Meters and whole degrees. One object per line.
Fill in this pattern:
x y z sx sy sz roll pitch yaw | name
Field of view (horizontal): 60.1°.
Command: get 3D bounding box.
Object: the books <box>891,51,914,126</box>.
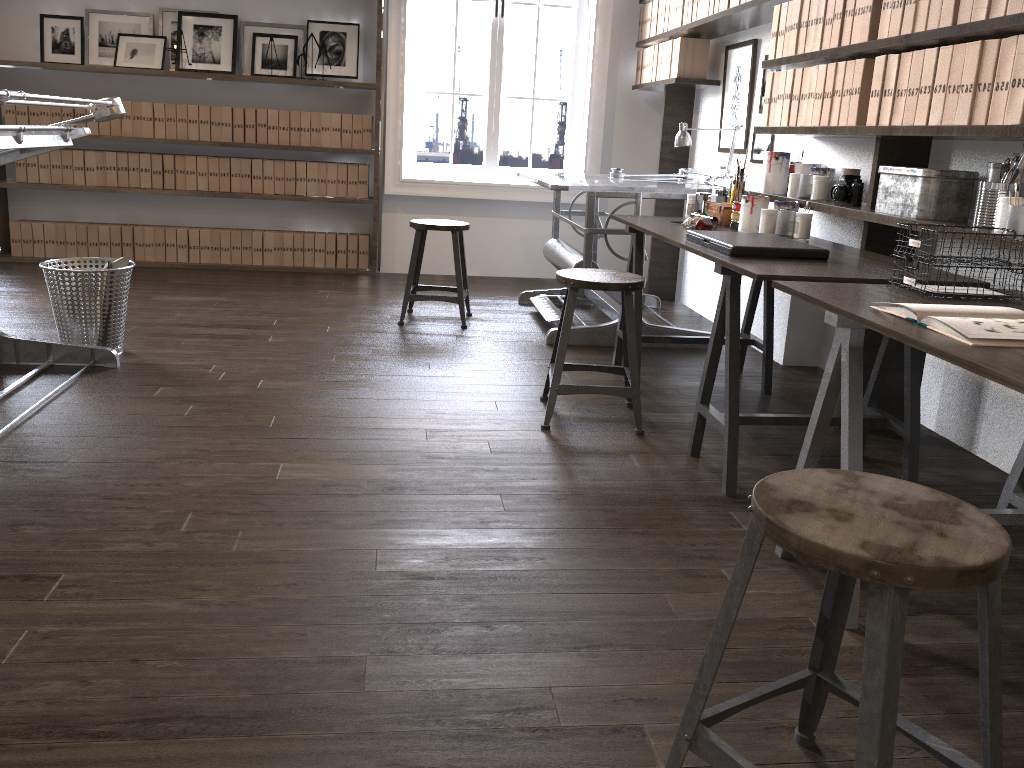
1.302 -0.917 2.776 0.174 0.223 0.067 1 13 -8 | books

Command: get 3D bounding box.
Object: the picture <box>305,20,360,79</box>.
-1.187 -2.213 5.861 0.343 0.360 0.162 1 14 -8 | picture

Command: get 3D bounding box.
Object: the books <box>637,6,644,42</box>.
0.926 -2.357 5.820 0.174 0.223 0.067 1 13 -8 | books

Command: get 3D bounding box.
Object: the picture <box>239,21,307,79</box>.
-1.574 -2.195 5.846 0.433 0.357 0.096 1 13 -8 | picture

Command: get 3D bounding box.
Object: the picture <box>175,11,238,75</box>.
-1.978 -2.206 5.740 0.373 0.387 0.150 1 14 -8 | picture

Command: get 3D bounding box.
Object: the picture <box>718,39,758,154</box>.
1.208 -1.533 4.757 0.040 0.568 0.420 2 14 -8 | picture

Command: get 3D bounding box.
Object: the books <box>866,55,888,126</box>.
1.277 -0.957 2.912 0.174 0.223 0.067 1 13 -8 | books

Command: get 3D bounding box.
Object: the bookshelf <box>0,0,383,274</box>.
-2.110 -1.918 5.812 2.473 3.681 0.417 1 13 -8 | bookshelf

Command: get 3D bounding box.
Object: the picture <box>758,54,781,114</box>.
1.273 -1.472 4.343 0.022 0.281 0.204 1 14 -8 | picture

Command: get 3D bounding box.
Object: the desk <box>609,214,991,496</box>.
0.837 -0.187 3.208 0.655 0.661 1.689 1 15 -8 | desk

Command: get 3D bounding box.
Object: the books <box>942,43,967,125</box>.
1.333 -0.841 2.510 0.174 0.223 0.067 1 13 -8 | books

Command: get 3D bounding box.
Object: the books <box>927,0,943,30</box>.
1.331 -1.137 2.601 0.174 0.223 0.067 1 13 -8 | books

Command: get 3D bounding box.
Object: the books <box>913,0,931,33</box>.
1.320 -1.156 2.664 0.174 0.223 0.067 1 13 -8 | books

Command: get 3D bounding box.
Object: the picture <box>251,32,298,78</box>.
-1.559 -2.151 5.815 0.289 0.287 0.128 1 14 -8 | picture

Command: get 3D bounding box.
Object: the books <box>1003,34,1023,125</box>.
1.364 -0.764 2.243 0.174 0.223 0.067 1 13 -8 | books

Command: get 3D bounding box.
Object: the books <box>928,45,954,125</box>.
1.324 -0.858 2.570 0.174 0.223 0.067 1 13 -8 | books

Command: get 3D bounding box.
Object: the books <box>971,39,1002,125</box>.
1.351 -0.803 2.380 0.174 0.223 0.067 1 13 -8 | books

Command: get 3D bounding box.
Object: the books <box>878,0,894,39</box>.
1.294 -1.214 2.865 0.174 0.223 0.067 1 13 -8 | books

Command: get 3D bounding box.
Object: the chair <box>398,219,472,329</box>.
-0.387 -0.584 4.639 0.358 0.522 0.376 3 14 1 | chair

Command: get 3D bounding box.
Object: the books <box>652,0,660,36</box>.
0.970 -2.258 5.477 0.174 0.223 0.067 1 13 -8 | books

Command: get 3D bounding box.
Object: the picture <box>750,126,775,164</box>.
1.254 -1.192 4.418 0.023 0.181 0.254 2 15 -8 | picture

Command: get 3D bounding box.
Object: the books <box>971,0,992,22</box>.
1.353 -1.076 2.388 0.174 0.223 0.067 1 13 -8 | books

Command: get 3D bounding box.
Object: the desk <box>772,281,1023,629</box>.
1.052 0.304 1.503 0.655 0.661 1.689 1 15 -8 | desk

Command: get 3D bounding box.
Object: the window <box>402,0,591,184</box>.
-0.087 -2.483 5.859 1.244 2.283 0.155 1 13 -8 | window

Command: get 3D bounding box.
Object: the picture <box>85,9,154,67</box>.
-2.534 -2.217 5.717 0.415 0.361 0.084 1 13 -8 | picture

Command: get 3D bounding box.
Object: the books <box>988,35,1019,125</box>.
1.359 -0.784 2.312 0.174 0.223 0.067 1 13 -8 | books

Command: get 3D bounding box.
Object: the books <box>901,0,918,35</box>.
1.308 -1.173 2.725 0.174 0.223 0.067 1 13 -8 | books

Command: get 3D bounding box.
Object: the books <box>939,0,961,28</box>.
1.334 -1.117 2.529 0.174 0.223 0.067 1 13 -8 | books

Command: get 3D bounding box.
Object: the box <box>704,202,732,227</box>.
0.898 -0.705 3.674 0.137 0.082 0.214 1 15 -8 | box

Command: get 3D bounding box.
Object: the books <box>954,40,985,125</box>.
1.337 -0.822 2.445 0.174 0.223 0.067 1 13 -8 | books

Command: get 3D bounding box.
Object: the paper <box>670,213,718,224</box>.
0.746 -0.678 3.644 0.137 0.038 0.157 -3 17 -22 | paper

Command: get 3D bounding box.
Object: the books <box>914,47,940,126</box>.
1.313 -0.878 2.640 0.174 0.223 0.067 1 13 -8 | books

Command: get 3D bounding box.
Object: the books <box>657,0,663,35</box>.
0.985 -2.237 5.406 0.174 0.223 0.067 1 13 -8 | books

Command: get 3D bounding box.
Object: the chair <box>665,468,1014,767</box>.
0.467 0.422 1.232 0.359 0.522 0.375 -6 17 -33 | chair

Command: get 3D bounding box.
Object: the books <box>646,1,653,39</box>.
0.953 -2.299 5.618 0.174 0.223 0.067 1 13 -8 | books

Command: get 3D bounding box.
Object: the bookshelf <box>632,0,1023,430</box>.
1.522 -0.268 1.618 0.373 3.169 9.292 2 15 -8 | bookshelf

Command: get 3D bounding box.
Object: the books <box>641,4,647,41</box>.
0.940 -2.338 5.755 0.174 0.223 0.067 1 13 -8 | books

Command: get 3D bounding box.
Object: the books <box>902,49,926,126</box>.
1.308 -0.898 2.708 0.174 0.223 0.067 1 13 -8 | books

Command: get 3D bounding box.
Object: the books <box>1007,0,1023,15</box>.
1.374 -1.037 2.251 0.174 0.223 0.067 1 13 -8 | books

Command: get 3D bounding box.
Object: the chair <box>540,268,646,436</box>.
0.295 -0.126 3.148 0.358 0.522 0.376 3 14 1 | chair

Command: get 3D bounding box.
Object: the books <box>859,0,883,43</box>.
1.276 -1.253 2.977 0.174 0.223 0.067 1 13 -8 | books

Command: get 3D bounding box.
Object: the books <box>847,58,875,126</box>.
1.262 -0.994 3.041 0.174 0.223 0.067 1 13 -8 | books

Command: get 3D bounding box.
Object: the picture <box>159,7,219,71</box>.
-2.108 -2.230 5.772 0.369 0.401 0.092 1 13 -8 | picture

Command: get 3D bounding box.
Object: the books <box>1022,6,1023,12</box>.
1.376 -1.018 2.186 0.174 0.223 0.067 1 13 -8 | books

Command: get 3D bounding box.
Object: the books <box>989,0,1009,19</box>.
1.365 -1.056 2.320 0.174 0.223 0.067 1 13 -8 | books

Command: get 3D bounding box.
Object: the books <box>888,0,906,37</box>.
1.299 -1.194 2.794 0.174 0.223 0.067 1 13 -8 | books

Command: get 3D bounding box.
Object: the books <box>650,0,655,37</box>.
0.966 -2.279 5.550 0.174 0.223 0.067 1 13 -8 | books

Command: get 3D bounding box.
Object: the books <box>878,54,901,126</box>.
1.289 -0.937 2.843 0.174 0.223 0.067 1 13 -8 | books

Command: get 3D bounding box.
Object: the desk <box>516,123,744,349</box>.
0.619 -0.853 4.734 1.071 1.085 1.284 1 15 -8 | desk

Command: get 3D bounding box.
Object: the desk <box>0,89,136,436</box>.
-1.865 -0.529 2.551 1.076 1.370 2.308 1 15 -8 | desk

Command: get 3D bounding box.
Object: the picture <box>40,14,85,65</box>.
-2.889 -2.206 5.694 0.267 0.311 0.059 1 13 -8 | picture

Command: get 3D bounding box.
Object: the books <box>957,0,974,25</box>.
1.349 -1.096 2.457 0.174 0.223 0.067 1 13 -8 | books

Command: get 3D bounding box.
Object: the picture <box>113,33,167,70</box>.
-2.382 -2.126 5.679 0.299 0.226 0.146 1 14 -8 | picture
